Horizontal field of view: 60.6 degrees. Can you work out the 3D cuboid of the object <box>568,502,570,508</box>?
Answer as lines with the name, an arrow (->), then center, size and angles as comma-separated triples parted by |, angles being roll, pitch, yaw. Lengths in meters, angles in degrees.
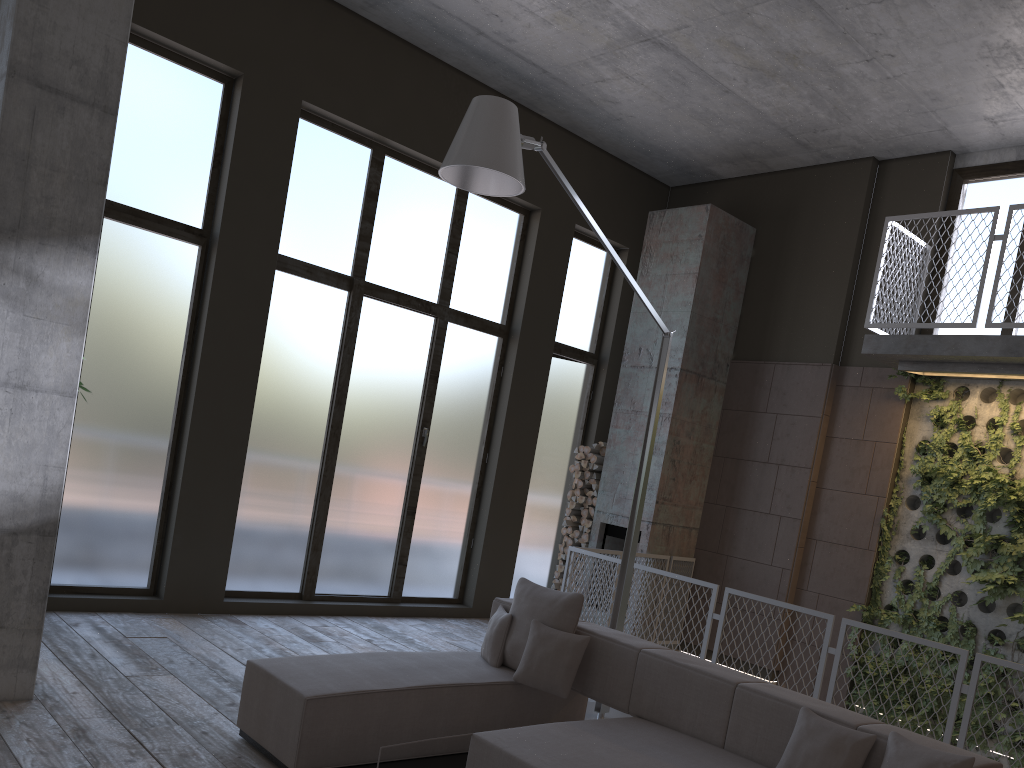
object -> 0.788, 1.385, 9.858 | 0.428, 0.067, 0.066 | 14, -4, -42

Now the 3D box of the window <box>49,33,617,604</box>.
window -> -2.520, -0.336, 6.977 | 9.330, 4.183, 0.206 | 13, 0, -43

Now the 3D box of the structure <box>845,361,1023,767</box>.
structure -> 4.065, 1.500, 7.126 | 1.016, 3.835, 2.590 | 7, 2, -41

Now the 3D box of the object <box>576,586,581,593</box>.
object -> 0.893, 2.280, 9.702 | 0.443, 0.092, 0.090 | 14, -4, -42

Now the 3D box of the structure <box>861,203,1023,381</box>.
structure -> 3.723, 0.749, 5.907 | 3.073, 4.330, 3.634 | 9, 0, -41

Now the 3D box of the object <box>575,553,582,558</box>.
object -> 0.864, 1.898, 9.736 | 0.461, 0.090, 0.089 | 14, -3, -40

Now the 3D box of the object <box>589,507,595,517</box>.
object -> 0.991, 1.424, 9.634 | 0.370, 0.109, 0.087 | 14, -3, -42

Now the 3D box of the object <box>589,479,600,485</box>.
object -> 1.015, 1.097, 9.683 | 0.368, 0.068, 0.120 | 14, -5, -40

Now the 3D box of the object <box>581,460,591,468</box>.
object -> 0.964, 0.918, 9.741 | 0.486, 0.083, 0.092 | 14, -4, -42

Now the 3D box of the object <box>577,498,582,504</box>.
object -> 0.912, 1.314, 9.762 | 0.441, 0.079, 0.113 | 14, -5, -42

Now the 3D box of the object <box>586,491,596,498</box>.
object -> 1.010, 1.247, 9.725 | 0.441, 0.079, 0.113 | 14, -5, -42

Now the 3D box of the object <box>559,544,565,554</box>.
object -> 0.677, 1.883, 9.924 | 0.370, 0.109, 0.087 | 14, -3, -42

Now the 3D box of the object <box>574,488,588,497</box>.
object -> 0.881, 1.239, 9.848 | 0.443, 0.094, 0.091 | 14, -4, -42

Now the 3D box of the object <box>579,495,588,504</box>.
object -> 0.937, 1.312, 9.762 | 0.486, 0.084, 0.092 | 14, -4, -42

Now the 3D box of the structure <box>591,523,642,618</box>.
structure -> 1.140, 1.969, 9.264 | 0.057, 0.931, 0.567 | 7, 3, -41

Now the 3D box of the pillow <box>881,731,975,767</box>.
pillow -> 1.631, 1.624, 3.545 | 0.190, 0.367, 0.357 | 9, 0, -36

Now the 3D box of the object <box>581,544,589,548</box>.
object -> 0.922, 1.816, 9.706 | 0.431, 0.085, 0.066 | 15, -3, -44

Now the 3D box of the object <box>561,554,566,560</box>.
object -> 0.721, 1.963, 9.918 | 0.428, 0.067, 0.066 | 14, -4, -42

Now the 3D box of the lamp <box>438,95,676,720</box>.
lamp -> 0.375, 0.495, 5.314 | 0.745, 3.437, 2.658 | 12, 1, 37

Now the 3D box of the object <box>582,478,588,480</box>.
object -> 0.897, 1.059, 9.787 | 0.337, 0.057, 0.088 | 14, -5, -42

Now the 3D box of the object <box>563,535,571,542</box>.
object -> 0.718, 1.773, 9.912 | 0.296, 0.103, 0.099 | 14, -3, -40

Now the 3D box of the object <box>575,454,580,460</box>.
object -> 0.878, 0.846, 9.868 | 0.368, 0.068, 0.121 | 14, -5, -40

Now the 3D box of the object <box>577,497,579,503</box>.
object -> 0.887, 1.319, 9.820 | 0.428, 0.067, 0.066 | 14, -4, -42

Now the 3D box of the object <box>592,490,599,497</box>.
object -> 1.051, 1.223, 9.654 | 0.428, 0.073, 0.070 | 14, -4, -42

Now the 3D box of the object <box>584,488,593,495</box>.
object -> 0.954, 1.232, 9.807 | 0.367, 0.087, 0.100 | 14, -4, -42

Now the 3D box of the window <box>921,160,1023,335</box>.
window -> 5.074, -0.994, 6.747 | 0.111, 1.752, 3.523 | 7, -1, -41

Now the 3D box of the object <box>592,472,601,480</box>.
object -> 1.049, 1.036, 9.694 | 0.429, 0.071, 0.066 | 14, -3, -42

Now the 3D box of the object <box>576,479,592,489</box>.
object -> 0.858, 1.128, 9.775 | 0.298, 0.107, 0.097 | 14, -3, -40

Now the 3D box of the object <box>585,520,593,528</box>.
object -> 1.002, 1.562, 9.655 | 0.486, 0.084, 0.092 | 14, -4, -42

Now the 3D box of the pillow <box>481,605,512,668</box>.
pillow -> -0.090, 1.558, 5.387 | 0.151, 0.377, 0.367 | 10, -1, -8

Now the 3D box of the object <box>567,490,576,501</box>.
object -> 0.770, 1.275, 9.902 | 0.369, 0.126, 0.063 | 14, -2, -43

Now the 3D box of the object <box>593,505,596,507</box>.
object -> 1.032, 1.313, 9.622 | 0.296, 0.103, 0.099 | 14, -3, -40

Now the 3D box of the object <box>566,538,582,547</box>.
object -> 0.745, 1.778, 9.813 | 0.298, 0.107, 0.097 | 14, -3, -40

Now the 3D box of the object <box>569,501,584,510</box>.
object -> 0.838, 1.378, 9.800 | 0.486, 0.084, 0.092 | 14, -4, -42

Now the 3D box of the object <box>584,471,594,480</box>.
object -> 0.980, 1.037, 9.727 | 0.461, 0.089, 0.089 | 14, -4, -43

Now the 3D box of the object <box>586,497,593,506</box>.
object -> 1.006, 1.319, 9.713 | 0.461, 0.089, 0.089 | 14, -4, -42

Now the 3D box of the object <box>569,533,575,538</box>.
object -> 0.784, 1.710, 9.825 | 0.337, 0.057, 0.088 | 14, -5, -42

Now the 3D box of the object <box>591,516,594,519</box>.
object -> 1.019, 1.482, 9.699 | 0.367, 0.087, 0.100 | 14, -4, -42

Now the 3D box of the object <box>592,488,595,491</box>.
object -> 1.027, 1.184, 9.783 | 0.296, 0.102, 0.102 | 14, -3, -42

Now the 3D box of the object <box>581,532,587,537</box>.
object -> 0.936, 1.687, 9.732 | 0.429, 0.071, 0.066 | 14, -3, -42

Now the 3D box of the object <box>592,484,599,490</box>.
object -> 1.036, 1.166, 9.668 | 0.431, 0.085, 0.066 | 15, -3, -44

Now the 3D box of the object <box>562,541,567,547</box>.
object -> 0.659, 1.806, 9.845 | 0.254, 0.073, 0.044 | 14, -2, -42

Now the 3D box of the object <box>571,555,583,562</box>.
object -> 0.823, 1.962, 9.801 | 0.486, 0.084, 0.092 | 14, -4, -42

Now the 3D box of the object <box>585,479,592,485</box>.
object -> 0.949, 1.106, 9.762 | 0.364, 0.074, 0.063 | 14, -3, -43

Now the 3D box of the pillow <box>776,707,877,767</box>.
pillow -> 1.353, 1.637, 3.825 | 0.189, 0.360, 0.365 | 9, 0, -42

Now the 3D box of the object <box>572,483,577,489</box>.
object -> 0.772, 1.155, 9.807 | 0.254, 0.073, 0.044 | 14, -2, -42

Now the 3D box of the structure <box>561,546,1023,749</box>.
structure -> 2.594, 2.241, 7.098 | 1.952, 0.936, 4.376 | 13, -6, -41

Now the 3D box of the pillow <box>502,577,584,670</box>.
pillow -> 0.147, 1.451, 5.183 | 0.224, 0.559, 0.556 | 8, 0, -39

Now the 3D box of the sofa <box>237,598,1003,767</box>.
sofa -> -0.077, 1.605, 3.797 | 3.052, 0.787, 2.962 | 14, -6, -41

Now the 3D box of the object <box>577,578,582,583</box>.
object -> 0.884, 2.182, 9.710 | 0.428, 0.073, 0.070 | 14, -4, -42

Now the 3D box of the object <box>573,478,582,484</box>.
object -> 0.831, 1.122, 9.874 | 0.296, 0.103, 0.099 | 14, -3, -40

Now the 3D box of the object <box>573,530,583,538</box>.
object -> 0.867, 1.688, 9.765 | 0.461, 0.089, 0.089 | 14, -4, -43

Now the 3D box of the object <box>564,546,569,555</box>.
object -> 0.768, 1.890, 9.886 | 0.443, 0.094, 0.091 | 14, -4, -42

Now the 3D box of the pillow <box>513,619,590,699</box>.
pillow -> 0.221, 1.546, 4.927 | 0.373, 0.374, 0.170 | 10, 2, 22

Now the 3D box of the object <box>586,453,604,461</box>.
object -> 0.978, 0.828, 9.685 | 0.368, 0.084, 0.102 | 14, -4, -42

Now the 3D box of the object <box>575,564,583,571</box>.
object -> 0.893, 2.044, 9.740 | 0.461, 0.089, 0.089 | 14, -4, -42

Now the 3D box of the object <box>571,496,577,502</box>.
object -> 0.835, 1.313, 9.880 | 0.428, 0.067, 0.066 | 14, -4, -42
